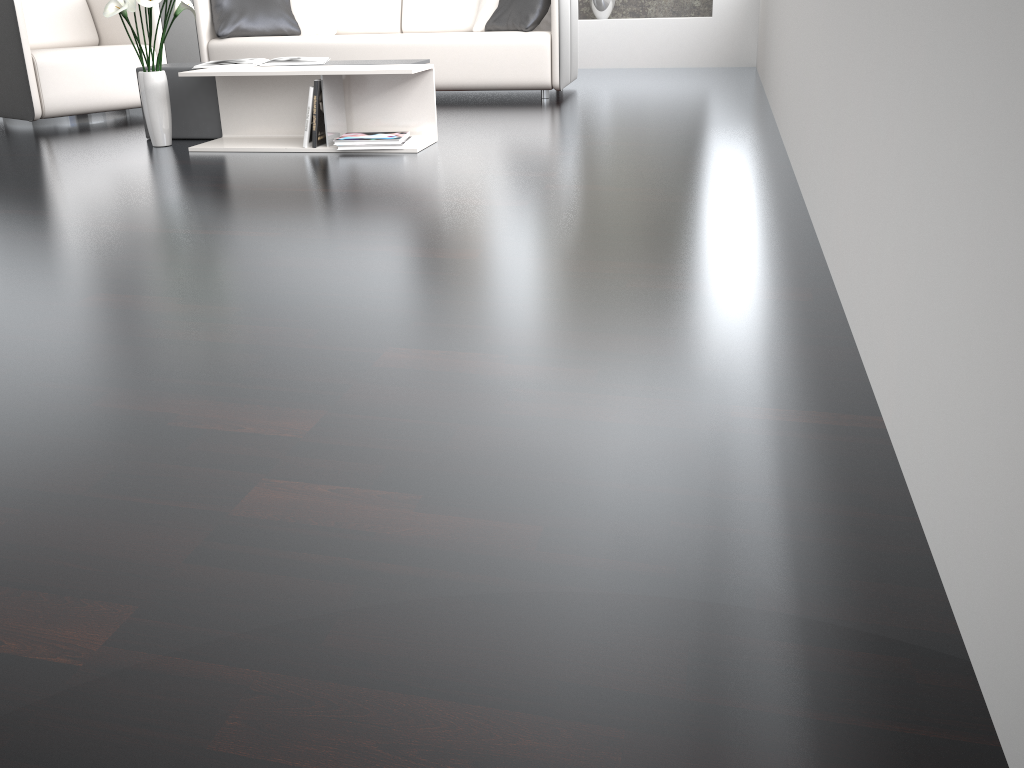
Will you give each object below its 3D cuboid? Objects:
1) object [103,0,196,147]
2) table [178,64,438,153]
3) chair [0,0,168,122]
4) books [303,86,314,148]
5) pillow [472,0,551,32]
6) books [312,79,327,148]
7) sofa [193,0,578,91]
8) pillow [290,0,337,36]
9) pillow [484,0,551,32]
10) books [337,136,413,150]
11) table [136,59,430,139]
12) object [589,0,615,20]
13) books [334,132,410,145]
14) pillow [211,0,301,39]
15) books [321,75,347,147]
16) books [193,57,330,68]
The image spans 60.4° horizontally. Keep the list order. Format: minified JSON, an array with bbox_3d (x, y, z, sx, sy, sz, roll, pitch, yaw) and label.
[{"bbox_3d":[-1.423,-1.359,3.578,0.378,0.768,0.463,-3,20,-3],"label":"object"},{"bbox_3d":[-0.817,-1.126,3.588,0.969,0.303,0.310,3,21,11],"label":"table"},{"bbox_3d":[-2.469,-1.817,4.757,0.931,0.637,0.787,15,27,35],"label":"chair"},{"bbox_3d":[-0.778,-1.089,3.554,0.069,0.229,0.236,2,21,11],"label":"books"},{"bbox_3d":[0.063,-2.417,5.477,0.589,0.489,0.309,5,21,17],"label":"pillow"},{"bbox_3d":[-0.748,-1.100,3.547,0.050,0.254,0.242,2,21,11],"label":"books"},{"bbox_3d":[-0.738,-2.224,5.584,2.240,0.637,0.954,3,22,11],"label":"sofa"},{"bbox_3d":[-1.420,-2.478,5.753,0.584,0.482,0.335,0,20,3],"label":"pillow"},{"bbox_3d":[0.097,-2.308,5.214,0.337,0.420,0.567,-13,24,-28],"label":"pillow"},{"bbox_3d":[-0.544,-0.962,3.515,0.263,0.016,0.222,0,24,4],"label":"books"},{"bbox_3d":[-1.006,-1.271,3.934,1.259,0.303,0.310,3,21,11],"label":"table"},{"bbox_3d":[0.746,-3.106,7.261,0.215,0.183,0.223,1,22,8],"label":"object"},{"bbox_3d":[-0.559,-0.986,3.530,0.263,0.016,0.236,0,24,4],"label":"books"},{"bbox_3d":[-1.626,-2.406,5.524,0.572,0.433,0.285,-15,24,-30],"label":"pillow"},{"bbox_3d":[-0.717,-1.115,3.556,0.007,0.273,0.213,2,20,11],"label":"books"},{"bbox_3d":[-1.097,-1.428,3.902,0.549,0.016,0.372,-4,24,-6],"label":"books"}]
